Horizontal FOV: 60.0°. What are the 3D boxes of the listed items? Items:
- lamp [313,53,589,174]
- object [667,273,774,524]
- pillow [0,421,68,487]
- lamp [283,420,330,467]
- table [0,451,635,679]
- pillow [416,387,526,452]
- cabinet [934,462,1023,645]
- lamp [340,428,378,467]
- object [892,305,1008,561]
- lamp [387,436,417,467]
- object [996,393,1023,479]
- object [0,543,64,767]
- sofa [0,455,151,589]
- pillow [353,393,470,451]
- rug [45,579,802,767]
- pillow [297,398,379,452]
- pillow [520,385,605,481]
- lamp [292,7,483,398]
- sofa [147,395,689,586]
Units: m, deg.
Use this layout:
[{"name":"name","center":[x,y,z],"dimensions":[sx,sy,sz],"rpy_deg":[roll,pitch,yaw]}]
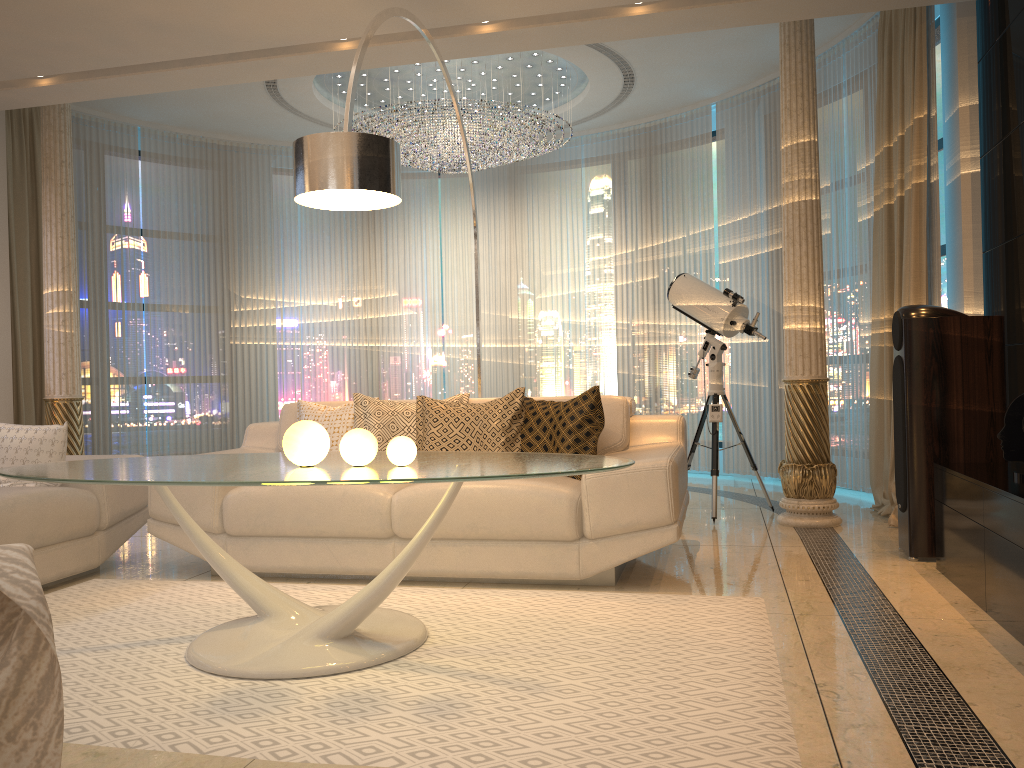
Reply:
[{"name":"lamp","center":[-0.451,-1.983,6.835],"dimensions":[2.109,0.685,2.109],"rpy_deg":[-2,0,-32]},{"name":"object","center":[1.195,0.051,5.227],"dimensions":[0.616,1.471,0.570],"rpy_deg":[-1,0,19]},{"name":"pillow","center":[-2.258,0.310,3.993],"dimensions":[0.521,0.325,0.281],"rpy_deg":[-1,0,23]},{"name":"lamp","center":[-0.637,0.184,2.747],"dimensions":[0.143,0.143,0.143],"rpy_deg":[-2,0,-2]},{"name":"table","center":[-0.672,0.539,2.850],"dimensions":[2.140,0.565,0.999],"rpy_deg":[-1,0,12]},{"name":"pillow","center":[-0.193,0.238,4.151],"dimensions":[0.575,0.436,0.301],"rpy_deg":[-1,0,19]},{"name":"cabinet","center":[1.646,0.556,2.272],"dimensions":[0.416,0.444,2.842],"rpy_deg":[-1,0,13]},{"name":"lamp","center":[-0.468,0.193,2.708],"dimensions":[0.115,0.115,0.115],"rpy_deg":[-1,0,39]},{"name":"object","center":[1.963,0.204,3.941],"dimensions":[0.468,1.127,0.285],"rpy_deg":[-1,0,13]},{"name":"lamp","center":[-0.333,0.202,2.676],"dimensions":[0.090,0.091,0.090],"rpy_deg":[-2,0,-26]},{"name":"object","center":[1.847,0.159,3.115],"dimensions":[0.197,0.343,0.197],"rpy_deg":[-2,0,-22]},{"name":"object","center":[-1.286,0.559,1.377],"dimensions":[0.972,0.580,1.347],"rpy_deg":[-2,0,-40]},{"name":"sofa","center":[-2.570,0.512,3.363],"dimensions":[1.145,0.754,2.328],"rpy_deg":[-1,0,13]},{"name":"pillow","center":[-0.486,0.250,4.295],"dimensions":[0.587,0.429,0.288],"rpy_deg":[-2,0,-12]},{"name":"rug","center":[-0.642,0.833,2.835],"dimensions":[2.900,0.020,1.661],"rpy_deg":[-1,0,13]},{"name":"pillow","center":[-0.880,0.262,4.358],"dimensions":[0.463,0.380,0.222],"rpy_deg":[-1,0,18]},{"name":"pillow","center":[0.193,0.228,4.036],"dimensions":[0.575,0.436,0.301],"rpy_deg":[-1,0,44]},{"name":"lamp","center":[-0.415,-0.430,4.071],"dimensions":[0.393,2.519,2.009],"rpy_deg":[-1,0,13]},{"name":"sofa","center":[-0.368,0.452,4.182],"dimensions":[2.328,0.754,1.145],"rpy_deg":[-1,0,13]}]
